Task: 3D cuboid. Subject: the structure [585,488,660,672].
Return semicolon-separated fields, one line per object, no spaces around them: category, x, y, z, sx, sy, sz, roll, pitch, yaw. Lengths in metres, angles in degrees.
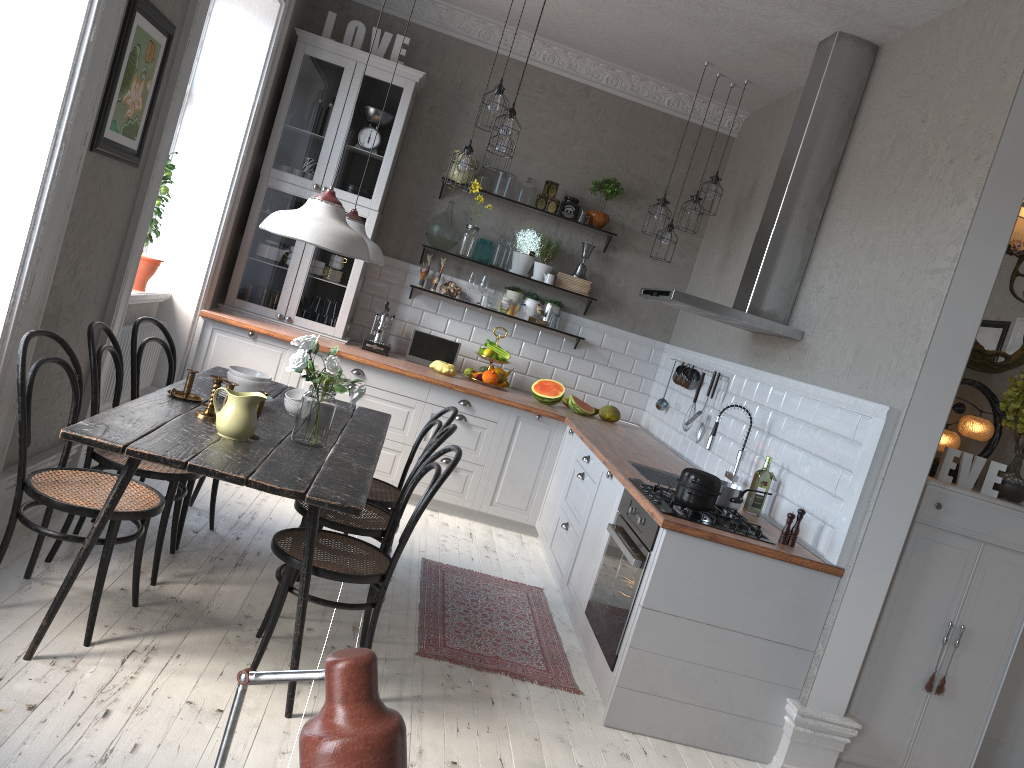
structure;0.716;0.879;3.824;0.622;0.622;0.619;17;5;-8

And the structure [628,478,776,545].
structure;0.798;0.524;3.797;0.499;0.031;0.602;17;5;-8

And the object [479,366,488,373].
object;-0.188;-0.092;6.392;0.078;0.076;0.156;19;5;19

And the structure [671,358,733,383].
structure;1.199;-0.104;5.700;0.095;0.053;1.080;17;5;-7

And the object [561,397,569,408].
object;0.441;0.149;6.481;0.199;0.067;0.103;17;5;-2

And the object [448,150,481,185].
object;-0.341;-1.520;6.271;0.190;0.216;0.174;18;5;6

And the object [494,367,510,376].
object;-0.071;-0.082;6.359;0.128;0.056;0.059;16;5;-16

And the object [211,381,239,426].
object;-1.036;0.069;3.205;0.061;0.172;0.062;18;5;13

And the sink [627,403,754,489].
sink;0.904;0.400;4.448;0.531;0.719;0.483;17;5;-8

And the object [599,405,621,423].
object;0.705;0.214;6.376;0.208;0.119;0.129;12;7;-45

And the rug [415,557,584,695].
rug;-0.099;1.113;4.241;0.740;0.014;1.282;17;5;-7

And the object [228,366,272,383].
object;-1.113;-0.005;3.731;0.182;0.094;0.177;16;5;-17

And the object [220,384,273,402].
object;-1.129;0.048;3.735;0.235;0.027;0.240;19;5;15

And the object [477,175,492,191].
object;-0.209;-1.431;6.358;0.104;0.110;0.103;17;5;-8

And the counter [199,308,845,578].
counter;-0.344;0.101;4.907;3.181;0.039;3.373;17;5;-8

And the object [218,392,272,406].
object;-1.135;0.065;3.737;0.236;0.027;0.239;18;5;10

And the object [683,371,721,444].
object;1.126;0.124;5.321;0.081;0.442;0.327;17;5;-7

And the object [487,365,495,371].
object;-0.154;-0.092;6.390;0.086;0.092;0.086;16;5;-12

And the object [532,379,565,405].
object;0.250;0.058;6.222;0.234;0.174;0.219;18;5;14

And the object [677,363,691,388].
object;1.153;-0.053;5.804;0.109;0.161;0.136;17;5;-6

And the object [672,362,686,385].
object;1.141;-0.068;5.931;0.108;0.161;0.137;17;5;4

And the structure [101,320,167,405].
structure;-2.156;-0.119;4.847;0.150;0.427;1.215;16;5;-9

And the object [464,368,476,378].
object;-0.289;-0.081;6.327;0.075;0.072;0.154;19;5;22

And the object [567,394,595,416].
object;0.493;0.159;6.216;0.228;0.127;0.146;15;5;-25

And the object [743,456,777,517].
object;1.177;0.480;4.150;0.090;0.281;0.081;17;4;-8

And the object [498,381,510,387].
object;-0.106;-0.029;6.403;0.213;0.044;0.055;20;6;30

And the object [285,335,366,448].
object;-0.714;0.029;3.329;0.314;0.413;0.250;16;5;-10

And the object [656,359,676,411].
object;1.092;0.005;6.196;0.077;0.378;0.082;17;4;-8

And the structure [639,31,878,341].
structure;1.329;-1.119;4.725;0.717;1.594;0.708;17;4;-8

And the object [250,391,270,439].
object;-0.916;0.110;3.190;0.059;0.167;0.059;18;4;5

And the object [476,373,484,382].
object;-0.238;-0.052;6.317;0.071;0.076;0.226;15;5;-25

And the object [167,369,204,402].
object;-1.270;0.002;3.482;0.142;0.112;0.137;15;5;-25

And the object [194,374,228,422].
object;-1.100;0.043;3.267;0.097;0.171;0.094;15;5;-27

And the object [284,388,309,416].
object;-0.918;0.077;3.809;0.124;0.119;0.128;18;5;8

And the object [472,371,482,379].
object;-0.248;-0.063;6.298;0.084;0.057;0.089;19;5;24

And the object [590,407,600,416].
object;0.564;0.191;6.405;0.204;0.073;0.118;12;7;-45

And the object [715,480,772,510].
object;0.998;0.491;3.906;0.299;0.134;0.177;20;5;26

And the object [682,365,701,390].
object;1.155;-0.041;5.678;0.108;0.161;0.138;18;5;9

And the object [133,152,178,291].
object;-2.049;-0.937;5.013;0.257;0.812;0.263;19;5;19

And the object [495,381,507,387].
object;-0.082;-0.001;6.286;0.088;0.051;0.069;21;6;39

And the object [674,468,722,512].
object;0.764;0.434;3.638;0.193;0.147;0.190;15;5;-28

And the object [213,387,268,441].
object;-0.961;0.103;3.100;0.133;0.169;0.153;21;6;43

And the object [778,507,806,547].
object;1.147;0.578;3.621;0.073;0.166;0.036;16;4;-9

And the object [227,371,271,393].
object;-1.119;0.014;3.732;0.182;0.094;0.177;16;5;-17

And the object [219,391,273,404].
object;-1.132;0.056;3.736;0.242;0.027;0.233;13;7;-40
